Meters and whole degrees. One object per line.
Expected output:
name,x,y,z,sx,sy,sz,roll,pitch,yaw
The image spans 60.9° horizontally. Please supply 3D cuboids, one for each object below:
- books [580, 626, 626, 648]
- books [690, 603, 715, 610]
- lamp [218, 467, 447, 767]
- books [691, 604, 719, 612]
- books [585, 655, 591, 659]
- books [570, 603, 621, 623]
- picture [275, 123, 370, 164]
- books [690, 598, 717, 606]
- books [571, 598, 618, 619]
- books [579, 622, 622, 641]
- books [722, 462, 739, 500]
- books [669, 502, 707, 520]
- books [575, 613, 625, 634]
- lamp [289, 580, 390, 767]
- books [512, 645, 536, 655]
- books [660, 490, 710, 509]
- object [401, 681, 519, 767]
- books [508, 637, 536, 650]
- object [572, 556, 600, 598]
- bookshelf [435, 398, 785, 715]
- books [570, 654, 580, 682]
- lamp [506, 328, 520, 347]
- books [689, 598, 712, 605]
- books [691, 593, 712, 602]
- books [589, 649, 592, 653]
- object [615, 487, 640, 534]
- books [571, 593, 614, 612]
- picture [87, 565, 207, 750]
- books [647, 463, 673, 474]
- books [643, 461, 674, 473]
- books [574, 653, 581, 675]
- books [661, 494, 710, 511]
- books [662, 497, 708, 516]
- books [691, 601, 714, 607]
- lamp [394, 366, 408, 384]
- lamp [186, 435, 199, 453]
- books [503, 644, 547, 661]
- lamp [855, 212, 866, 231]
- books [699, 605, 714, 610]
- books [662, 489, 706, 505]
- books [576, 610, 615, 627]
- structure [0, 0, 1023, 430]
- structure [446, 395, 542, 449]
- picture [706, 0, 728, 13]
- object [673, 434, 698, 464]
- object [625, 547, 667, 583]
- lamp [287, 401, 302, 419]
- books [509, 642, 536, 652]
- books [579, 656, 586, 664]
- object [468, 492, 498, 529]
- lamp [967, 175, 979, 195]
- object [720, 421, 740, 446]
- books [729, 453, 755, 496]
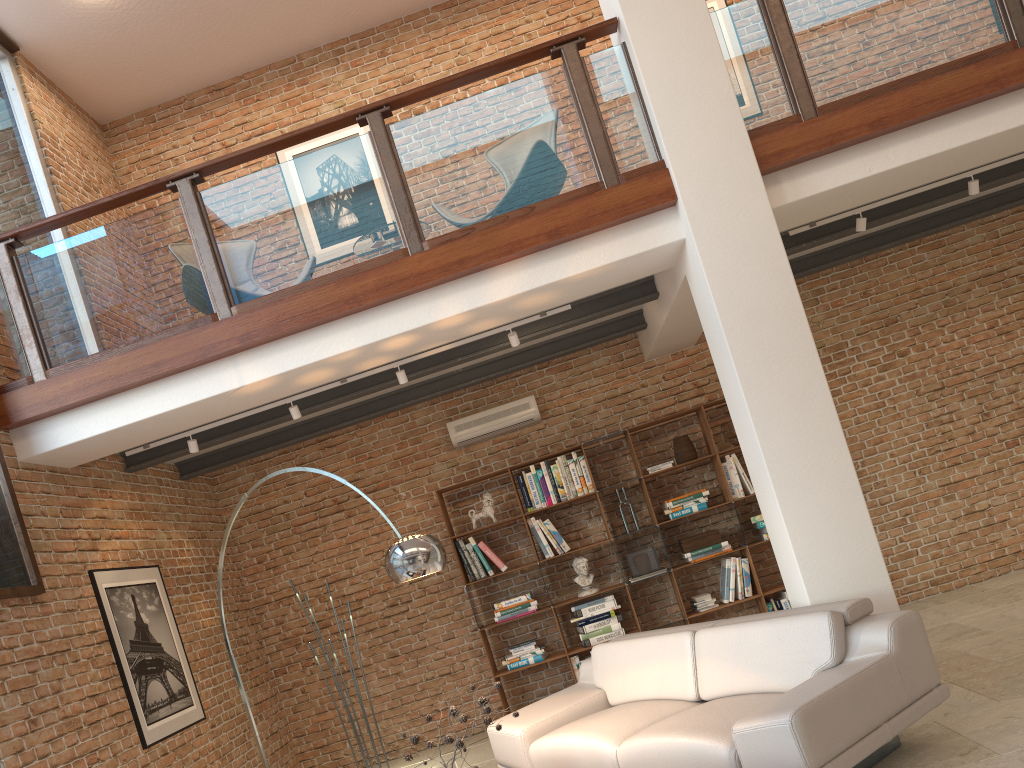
books,0.789,2.198,7.580,0.379,0.063,0.249,-17,-10,-3
books,1.646,1.919,7.550,0.162,0.017,0.257,-17,-11,-4
lamp,-0.992,1.608,5.023,2.099,2.320,0.312,-22,-3,39
books,1.673,1.940,7.559,0.169,0.018,0.242,-16,-11,-10
books,0.718,2.531,7.598,0.056,0.325,0.257,-18,-4,0
books,0.724,1.992,7.586,0.446,0.020,0.276,-18,-10,3
picture,-1.566,-1.753,7.905,0.917,1.182,0.027,-18,0,4
books,1.657,1.890,7.560,0.170,0.018,0.241,-17,-11,-5
books,0.720,1.952,7.604,0.379,0.063,0.249,-17,-10,-3
books,0.772,2.145,7.600,0.364,0.055,0.286,-18,-10,5
books,1.852,0.845,7.510,0.056,0.325,0.257,-18,-4,0
books,1.525,1.096,7.533,0.331,0.055,0.256,-20,-10,12
books,0.763,2.082,7.584,0.376,0.063,0.251,-16,-10,-11
lamp,-1.349,2.394,7.061,0.409,1.798,0.205,-17,-1,-27
books,0.103,2.329,7.656,0.206,0.033,0.134,-18,-10,3
books,1.490,1.000,7.524,0.378,0.036,0.249,-17,-10,-4
object,-0.188,1.640,3.924,0.531,0.599,0.326,-15,-4,-27
books,0.090,2.276,7.643,0.253,0.017,0.164,-18,-10,3
object,0.620,1.669,7.593,0.200,0.346,0.192,-19,-3,18
bookshelf,1.121,1.512,7.551,3.044,2.175,0.366,-18,-1,3
books,0.577,2.550,7.605,0.036,0.378,0.246,-18,-3,0
lamp,0.010,-0.300,5.656,0.061,0.114,0.095,-18,-5,8
books,1.633,1.877,7.550,0.162,0.017,0.256,-18,-10,1
books,1.638,1.850,7.554,0.132,0.033,0.210,-17,-10,-4
books,0.770,2.489,7.616,0.079,0.380,0.246,-18,-3,1
object,0.988,1.086,7.518,0.122,0.394,0.062,-18,-1,6
books,0.700,1.904,7.600,0.381,0.036,0.248,-18,-10,3
picture,-2.459,1.817,5.947,0.027,1.180,0.922,-18,-4,0
books,1.270,0.733,7.493,0.206,0.033,0.134,-18,-10,3
books,1.257,0.711,7.501,0.235,0.018,0.174,-17,-10,-4
books,0.613,2.541,7.619,0.036,0.378,0.246,-18,-3,0
books,1.498,1.028,7.532,0.378,0.018,0.249,-17,-11,-5
books,1.492,1.061,7.543,0.381,0.036,0.248,-18,-10,3
books,1.655,1.904,7.553,0.156,0.008,0.247,-17,-11,-4
lamp,-0.721,-0.055,5.694,0.061,0.127,0.086,-18,-4,3
lamp,-2.118,0.403,5.782,0.058,0.127,0.089,-16,-4,-28
books,0.111,2.349,7.632,0.378,0.018,0.249,-17,-11,-5
lamp,2.200,-1.014,5.501,0.058,0.127,0.089,-16,-4,-28
books,1.663,1.928,7.553,0.156,0.008,0.247,-17,-11,-4
books,1.481,0.977,7.544,0.356,0.020,0.276,-18,-10,1
books,0.719,2.031,7.575,0.326,0.055,0.260,-17,-10,-3
structure,1.710,-1.017,0.800,10.182,4.078,14.061,-18,-10,1
structure,-0.157,0.340,7.752,0.815,0.216,0.202,-18,-5,3
picture,1.588,-2.788,7.699,0.917,1.182,0.027,-18,0,4
object,1.476,0.562,7.476,0.189,0.230,0.200,-14,-6,-40
object,1.134,1.554,7.534,0.337,0.230,0.287,-18,-7,2
lamp,-1.431,0.174,5.740,0.061,0.119,0.086,-18,-4,3
books,0.090,2.307,7.663,0.235,0.018,0.174,-17,-10,-4
books,0.665,2.550,7.608,0.057,0.325,0.257,-18,-4,0
object,-0.258,1.099,7.596,0.254,0.279,0.130,-19,-2,11
lamp,2.888,-1.239,5.459,0.061,0.127,0.086,-18,-4,3
object,2.026,0.396,7.483,0.427,0.216,0.454,-9,-12,-46
books,1.970,0.782,7.524,0.102,0.379,0.246,-18,-3,1
